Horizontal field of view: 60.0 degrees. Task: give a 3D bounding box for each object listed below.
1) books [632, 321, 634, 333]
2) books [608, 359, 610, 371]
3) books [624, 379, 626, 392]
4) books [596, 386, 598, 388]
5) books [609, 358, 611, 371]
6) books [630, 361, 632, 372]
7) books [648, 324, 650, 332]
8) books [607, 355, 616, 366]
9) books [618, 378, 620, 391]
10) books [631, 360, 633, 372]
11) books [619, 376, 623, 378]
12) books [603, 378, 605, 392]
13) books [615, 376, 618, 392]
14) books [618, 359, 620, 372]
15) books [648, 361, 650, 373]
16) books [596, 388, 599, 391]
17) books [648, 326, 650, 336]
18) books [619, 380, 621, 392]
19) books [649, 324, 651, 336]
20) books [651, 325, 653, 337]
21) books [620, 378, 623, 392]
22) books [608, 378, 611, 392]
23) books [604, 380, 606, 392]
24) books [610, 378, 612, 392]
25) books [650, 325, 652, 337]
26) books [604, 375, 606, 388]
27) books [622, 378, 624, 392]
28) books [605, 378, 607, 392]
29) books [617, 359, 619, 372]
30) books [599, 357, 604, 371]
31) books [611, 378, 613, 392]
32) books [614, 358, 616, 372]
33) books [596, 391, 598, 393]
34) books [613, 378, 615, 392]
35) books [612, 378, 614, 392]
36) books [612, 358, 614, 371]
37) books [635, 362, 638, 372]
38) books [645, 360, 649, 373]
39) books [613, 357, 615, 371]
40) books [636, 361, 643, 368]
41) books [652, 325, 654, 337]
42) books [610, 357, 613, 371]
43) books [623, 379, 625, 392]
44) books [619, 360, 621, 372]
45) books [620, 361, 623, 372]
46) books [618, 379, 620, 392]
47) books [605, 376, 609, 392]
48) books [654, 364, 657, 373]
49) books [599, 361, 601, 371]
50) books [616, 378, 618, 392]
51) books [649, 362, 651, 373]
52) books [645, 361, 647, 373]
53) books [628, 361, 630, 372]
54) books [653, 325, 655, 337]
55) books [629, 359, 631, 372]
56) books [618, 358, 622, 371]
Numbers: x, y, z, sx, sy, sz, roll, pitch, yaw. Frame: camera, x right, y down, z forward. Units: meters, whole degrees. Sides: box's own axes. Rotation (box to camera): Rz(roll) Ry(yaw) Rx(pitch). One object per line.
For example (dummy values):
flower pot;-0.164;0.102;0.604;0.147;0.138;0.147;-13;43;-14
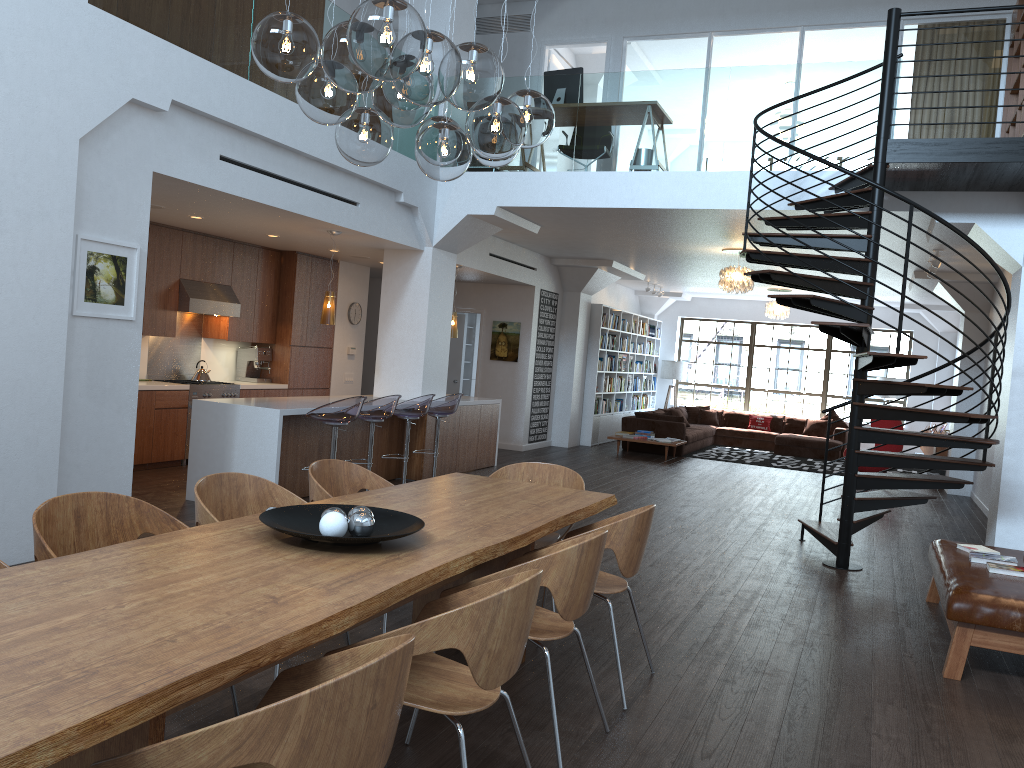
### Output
books;2.251;-1.098;17.059;0.174;0.236;0.136;5;2;22
books;1.656;-0.343;15.760;0.161;0.223;0.027;5;2;22
books;2.067;0.021;16.878;0.168;0.231;0.037;5;2;22
books;1.371;0.052;15.255;0.174;0.032;0.254;5;2;17
books;1.669;-0.348;15.819;0.167;0.230;0.037;5;2;22
books;2.225;-0.345;17.139;0.161;0.223;0.030;5;2;22
books;2.749;-1.112;18.305;0.183;0.253;0.042;5;2;22
books;1.792;-0.378;16.100;0.176;0.294;0.102;5;2;22
books;1.892;0.011;16.429;0.183;0.253;0.034;5;2;22
books;2.255;-0.357;17.238;0.171;0.246;0.036;5;2;22
books;1.978;-0.008;16.642;0.176;0.290;0.036;5;2;22
books;1.524;0.015;15.547;0.189;0.247;0.057;5;2;22
books;1.827;-0.005;16.290;0.198;0.284;0.066;5;2;22
books;1.898;-0.353;16.352;0.174;0.240;0.054;5;2;22
books;2.794;-0.363;18.548;0.183;0.253;0.042;5;2;22
books;1.372;0.085;15.259;0.197;0.033;0.284;5;2;-3
books;2.743;-1.095;18.227;0.161;0.223;0.032;5;2;22
books;1.939;0.026;16.540;0.161;0.223;0.027;5;2;22
books;2.771;-1.111;18.343;0.183;0.253;0.042;5;2;22
books;2.842;-1.111;18.503;0.183;0.253;0.042;5;2;22
books;1.972;0.011;16.607;0.183;0.253;0.034;5;2;22
books;1.677;0.015;15.913;0.171;0.246;0.057;5;2;22
books;1.570;0.036;15.633;0.144;0.207;0.048;5;2;22
books;1.706;0.011;15.990;0.183;0.253;0.034;5;2;22
books;2.802;-1.112;18.425;0.183;0.253;0.042;5;2;22
books;1.562;-0.009;15.586;0.140;0.298;0.044;5;2;22
books;2.015;0.012;16.725;0.160;0.250;0.026;5;2;22
books;1.594;0.015;15.720;0.171;0.246;0.057;5;2;22
books;1.880;-0.345;16.313;0.161;0.223;0.032;5;2;22
books;1.512;-0.346;15.395;0.140;0.231;0.042;5;2;22
books;1.723;0.011;16.019;0.183;0.253;0.034;5;2;22
books;1.776;-0.359;16.039;0.182;0.253;0.034;5;2;22
books;1.369;0.119;15.261;0.197;0.035;0.284;5;2;12
books;1.775;0.011;16.145;0.183;0.253;0.034;5;2;22
books;1.760;0.012;16.119;0.160;0.250;0.026;5;2;22
books;1.744;-0.352;15.973;0.174;0.239;0.045;5;2;22
books;2.436;-0.337;17.654;0.140;0.206;0.042;5;2;22
books;2.756;-0.366;18.470;0.180;0.259;0.042;5;2;22
books;1.753;-0.359;16.012;0.182;0.253;0.034;5;2;22
books;2.579;-0.350;17.995;0.140;0.231;0.042;5;2;22
books;2.875;-1.111;18.584;0.183;0.253;0.042;5;2;22
books;1.705;-0.359;15.880;0.182;0.253;0.034;5;2;22
books;2.042;0.017;16.816;0.174;0.240;0.045;5;2;22
books;1.930;-0.345;16.421;0.161;0.223;0.032;5;2;22
books;1.986;-0.336;16.568;0.161;0.207;0.135;5;2;22
books;1.908;0.011;16.459;0.183;0.253;0.034;5;2;22
books;1.625;-0.007;15.797;0.176;0.290;0.053;5;2;22
books;3.012;-0.344;19.068;0.182;0.215;0.188;5;2;22
books;1.462;-0.316;15.263;0.109;0.171;0.018;5;2;22
books;1.856;0.013;16.327;0.160;0.250;0.026;5;2;22
books;2.826;-0.354;18.632;0.174;0.236;0.142;5;2;22
books;2.665;-0.355;18.221;0.174;0.240;0.054;5;2;22
books;2.177;-0.345;17.038;0.161;0.223;0.030;5;2;22
books;2.892;-1.112;18.625;0.183;0.253;0.042;5;2;22
books;2.195;-0.360;17.074;0.174;0.251;0.051;5;2;22
books;1.932;-0.361;16.460;0.183;0.253;0.042;5;2;22
